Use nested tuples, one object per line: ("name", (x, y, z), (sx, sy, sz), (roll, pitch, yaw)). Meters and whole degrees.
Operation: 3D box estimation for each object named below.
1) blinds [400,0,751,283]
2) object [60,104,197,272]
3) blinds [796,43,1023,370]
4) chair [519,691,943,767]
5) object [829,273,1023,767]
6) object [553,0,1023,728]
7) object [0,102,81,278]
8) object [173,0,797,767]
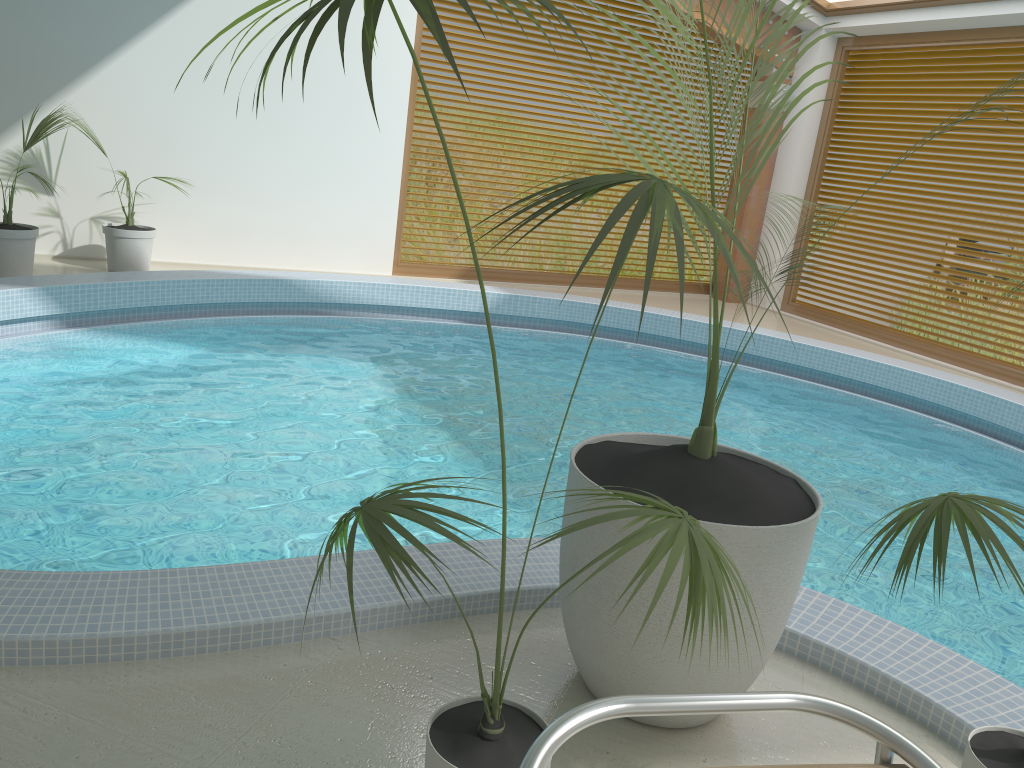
("blinds", (0.797, -3.146, 9.747), (4.500, 4.025, 0.099), (0, 17, -26))
("object", (-3.115, -1.552, 7.180), (1.067, 1.310, 0.822), (4, 15, -15))
("blinds", (4.390, -1.705, 8.373), (0.095, 2.921, 4.200), (0, 17, -26))
("chair", (0.280, 0.845, 1.046), (0.618, 0.727, 0.563), (4, 15, -14))
("object", (1.238, 0.299, 1.718), (0.791, 1.695, 1.059), (-4, 19, -39))
("object", (0.697, -0.512, 1.986), (2.979, 2.960, 2.729), (5, 15, -10))
("object", (-3.609, -1.432, 6.476), (0.822, 1.310, 1.067), (11, 15, 12))
("object", (-0.035, 0.181, 1.509), (1.059, 1.695, 0.791), (10, 15, 8))
